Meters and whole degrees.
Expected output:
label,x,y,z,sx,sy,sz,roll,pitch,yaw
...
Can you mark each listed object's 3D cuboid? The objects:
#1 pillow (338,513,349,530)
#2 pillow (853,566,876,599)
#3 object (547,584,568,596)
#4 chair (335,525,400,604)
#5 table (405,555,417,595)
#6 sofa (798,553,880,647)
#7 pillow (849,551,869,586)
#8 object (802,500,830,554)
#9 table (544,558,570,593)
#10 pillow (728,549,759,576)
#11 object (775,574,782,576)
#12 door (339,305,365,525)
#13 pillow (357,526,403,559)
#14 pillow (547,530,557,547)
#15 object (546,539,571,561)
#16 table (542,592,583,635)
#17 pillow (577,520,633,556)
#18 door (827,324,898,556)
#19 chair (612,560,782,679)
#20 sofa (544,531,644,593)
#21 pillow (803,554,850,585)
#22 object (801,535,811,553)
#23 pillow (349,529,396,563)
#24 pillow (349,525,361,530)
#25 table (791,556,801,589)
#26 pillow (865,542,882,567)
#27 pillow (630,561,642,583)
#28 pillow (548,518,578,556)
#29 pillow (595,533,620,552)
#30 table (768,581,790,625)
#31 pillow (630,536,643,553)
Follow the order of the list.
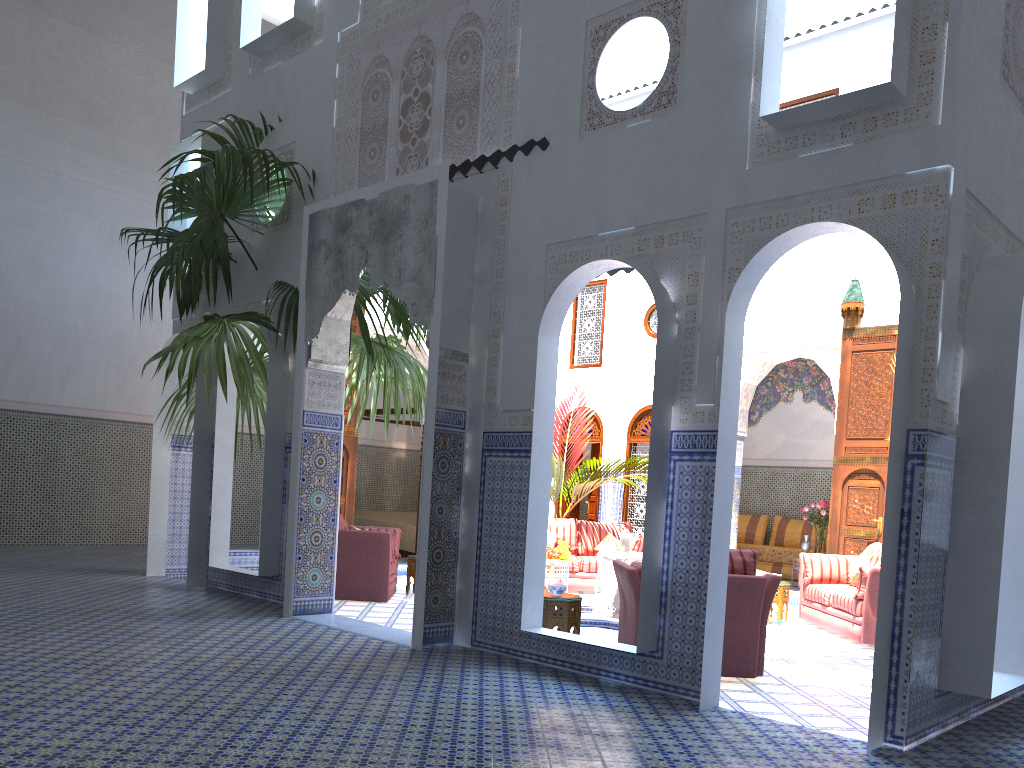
label,x,y,z,sx,sy,sz,roll,pitch,yaw
pillow,-1.414,1.174,6.854,0.301,0.379,0.584,3,-4,-1
pillow,2.541,1.362,5.976,0.396,0.244,0.187,3,-1,-1
object,0.257,1.179,4.998,0.119,0.057,0.118,7,-6,-34
chair,-1.279,1.394,6.862,0.726,0.543,0.816,4,-4,-2
table,-0.728,1.591,7.254,0.288,0.325,0.291,1,-3,43
sofa,2.701,1.584,6.486,0.731,0.541,1.369,4,-6,-1
pillow,2.664,1.414,6.723,0.130,0.278,0.302,3,-3,9
object,3.176,1.487,9.031,0.335,0.598,0.447,3,-1,-20
table,0.234,1.721,7.840,0.536,0.324,0.541,-1,-6,43
pillow,0.987,1.037,4.602,0.581,0.381,0.301,4,-2,-2
object,2.044,1.513,6.835,0.119,0.057,0.118,7,-6,-34
door,-1.613,0.502,7.878,0.123,2.526,0.584,5,2,39
pillow,-1.090,1.285,7.090,0.396,0.244,0.187,3,-1,-1
pillow,0.331,1.498,8.391,0.132,0.275,0.305,4,-2,44
object,0.391,1.512,7.876,0.305,0.240,0.218,2,-3,24
table,0.248,1.374,5.038,0.288,0.325,0.291,1,-3,43
pillow,0.928,1.540,8.667,0.560,0.376,0.321,4,-2,-1
door,3.098,0.758,7.688,0.579,2.526,0.124,5,2,43
chair,0.974,1.266,4.757,0.811,0.543,0.729,4,-4,-2
sofa,0.629,1.711,8.506,1.360,0.543,0.735,4,-4,-2
pillow,2.504,1.488,6.974,0.379,0.254,0.188,3,-1,0
object,3.070,1.685,9.143,0.107,0.214,0.106,3,0,-41
pillow,-1.071,1.233,6.639,0.379,0.254,0.188,3,-1,0
pillow,-1.172,1.217,6.814,0.260,0.234,0.167,2,-1,20
table,3.190,1.958,9.052,0.536,0.324,0.541,-1,-6,43
pillow,2.855,1.415,6.754,0.301,0.379,0.584,3,-4,-1
pillow,0.750,1.126,4.932,0.187,0.243,0.398,3,-5,-1
pillow,0.366,1.505,8.643,0.581,0.393,0.291,4,-1,-2
pillow,0.942,1.556,8.451,0.265,0.236,0.147,0,-3,45
table,2.005,1.704,6.854,0.289,0.325,0.290,3,-2,-2
pillow,1.142,1.572,8.332,0.187,0.243,0.398,3,-5,-1
